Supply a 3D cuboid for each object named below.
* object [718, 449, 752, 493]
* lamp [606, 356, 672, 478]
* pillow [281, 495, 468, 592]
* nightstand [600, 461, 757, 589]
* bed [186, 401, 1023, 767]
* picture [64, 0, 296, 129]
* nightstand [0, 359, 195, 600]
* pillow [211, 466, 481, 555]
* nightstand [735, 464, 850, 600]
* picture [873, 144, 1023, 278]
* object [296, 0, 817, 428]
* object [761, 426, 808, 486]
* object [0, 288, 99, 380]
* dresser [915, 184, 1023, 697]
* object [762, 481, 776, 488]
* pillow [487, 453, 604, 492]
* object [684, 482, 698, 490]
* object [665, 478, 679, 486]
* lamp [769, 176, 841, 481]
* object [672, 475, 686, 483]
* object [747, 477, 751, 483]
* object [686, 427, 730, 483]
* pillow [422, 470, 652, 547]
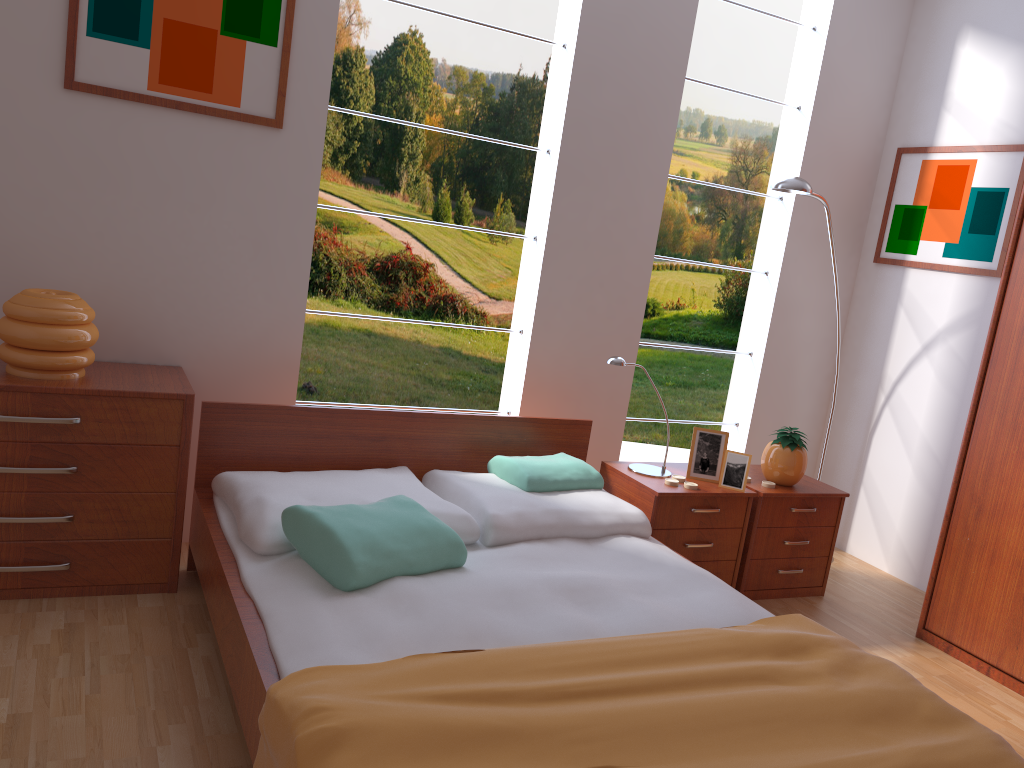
[{"bbox_3d":[0.809,0.315,3.214,0.094,0.137,0.027,12,10,18],"label":"object"},{"bbox_3d":[0.474,0.119,3.210,0.337,0.421,0.163,1,12,-38],"label":"lamp"},{"bbox_3d":[-0.363,0.411,2.370,0.334,0.164,0.425,16,12,39],"label":"pillow"},{"bbox_3d":[0.582,0.559,3.320,0.439,0.442,0.377,4,11,-27],"label":"nightstand"},{"bbox_3d":[0.113,0.583,2.301,1.632,0.560,1.990,4,11,-27],"label":"bed"},{"bbox_3d":[-1.010,-1.113,2.745,0.645,0.517,0.030,4,11,-27],"label":"picture"},{"bbox_3d":[-1.418,0.269,2.633,0.815,0.626,0.428,4,11,-27],"label":"nightstand"},{"bbox_3d":[-0.519,0.377,2.681,0.682,0.157,0.574,2,11,-33],"label":"pillow"},{"bbox_3d":[0.997,0.586,3.527,0.439,0.442,0.377,4,11,-27],"label":"nightstand"},{"bbox_3d":[1.841,-0.739,3.743,0.030,0.517,0.645,4,11,-27],"label":"picture"},{"bbox_3d":[0.293,-0.738,3.566,2.205,1.815,0.033,4,11,-27],"label":"object"},{"bbox_3d":[1.054,0.276,3.418,0.170,0.223,0.169,17,13,42],"label":"object"},{"bbox_3d":[-1.342,-0.147,2.567,0.264,0.244,0.264,7,10,-10],"label":"object"},{"bbox_3d":[2.242,0.184,2.284,0.487,2.004,2.017,4,11,-27],"label":"dresser"},{"bbox_3d":[0.968,0.381,3.346,0.049,0.018,0.049,1,12,-40],"label":"object"},{"bbox_3d":[0.114,0.314,3.080,0.322,0.116,0.276,3,11,-30],"label":"pillow"},{"bbox_3d":[0.635,0.363,3.151,0.049,0.018,0.049,1,12,-40],"label":"object"},{"bbox_3d":[0.570,0.351,3.162,0.049,0.018,0.049,1,12,-40],"label":"object"},{"bbox_3d":[1.249,-0.012,3.749,0.387,1.603,0.799,15,12,35],"label":"lamp"},{"bbox_3d":[0.607,0.346,3.228,0.049,0.018,0.049,1,12,-40],"label":"object"},{"bbox_3d":[0.885,0.363,3.378,0.049,0.018,0.049,1,12,-40],"label":"object"},{"bbox_3d":[0.724,0.264,3.281,0.131,0.191,0.037,9,10,3],"label":"object"},{"bbox_3d":[0.081,0.413,3.004,0.630,0.182,0.574,3,11,-28],"label":"pillow"}]
